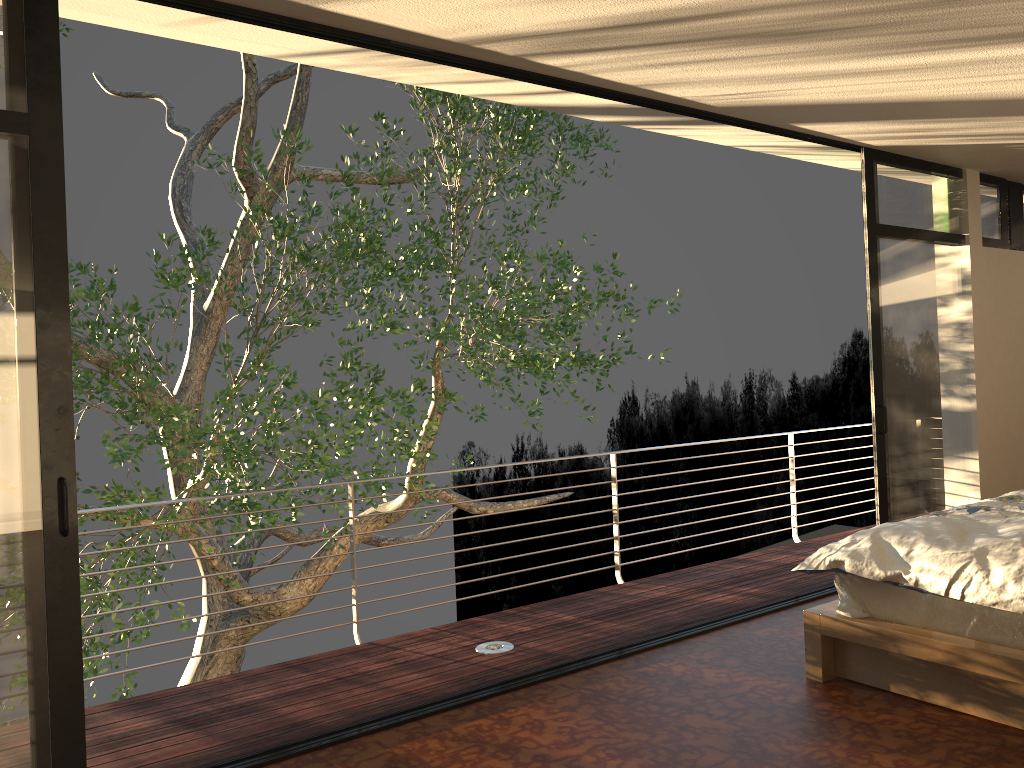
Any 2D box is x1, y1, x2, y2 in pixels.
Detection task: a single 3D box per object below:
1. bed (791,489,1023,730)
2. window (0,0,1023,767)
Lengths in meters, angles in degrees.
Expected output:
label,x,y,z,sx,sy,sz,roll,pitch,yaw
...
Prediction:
label,x,y,z,sx,sy,sz,roll,pitch,yaw
bed,2.464,0.763,3.244,1.891,0.712,2.080,-2,0,-36
window,3.174,-0.157,1.931,10.672,2.514,6.608,-3,0,-37
